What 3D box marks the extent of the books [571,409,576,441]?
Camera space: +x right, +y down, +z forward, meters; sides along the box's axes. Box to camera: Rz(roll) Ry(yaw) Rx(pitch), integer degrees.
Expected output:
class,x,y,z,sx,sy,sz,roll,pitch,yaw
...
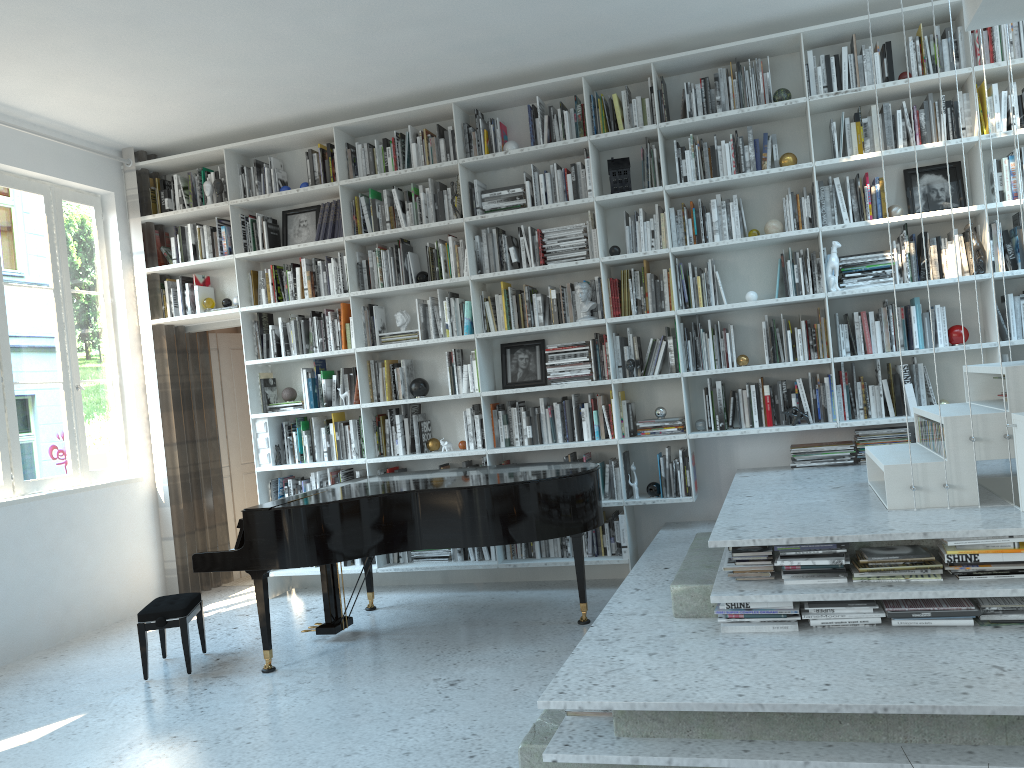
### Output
class,x,y,z,sx,sy,sz,roll,pitch,yaw
books,0.410,0.259,5.636,0.021,0.203,0.128,-5,0,17

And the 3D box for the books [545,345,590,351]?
class,x,y,z,sx,sy,sz,roll,pitch,yaw
books,0.366,-0.227,5.623,0.285,0.012,0.159,-6,0,12

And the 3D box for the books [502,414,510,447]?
class,x,y,z,sx,sy,sz,roll,pitch,yaw
books,-0.017,0.298,5.762,0.024,0.208,0.170,-5,0,17

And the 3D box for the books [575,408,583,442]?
class,x,y,z,sx,sy,sz,roll,pitch,yaw
books,0.439,0.253,5.614,0.024,0.207,0.183,-5,0,17

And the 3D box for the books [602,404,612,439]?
class,x,y,z,sx,sy,sz,roll,pitch,yaw
books,0.610,0.234,5.556,0.042,0.212,0.169,-5,0,17

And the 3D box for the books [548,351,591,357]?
class,x,y,z,sx,sy,sz,roll,pitch,yaw
books,0.371,-0.191,5.628,0.254,0.012,0.161,-6,0,14

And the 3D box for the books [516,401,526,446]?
class,x,y,z,sx,sy,sz,roll,pitch,yaw
books,0.069,0.252,5.725,0.013,0.282,0.166,-5,0,17

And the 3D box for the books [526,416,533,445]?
class,x,y,z,sx,sy,sz,roll,pitch,yaw
books,0.133,0.296,5.698,0.029,0.184,0.174,-5,0,17

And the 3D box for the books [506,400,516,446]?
class,x,y,z,sx,sy,sz,roll,pitch,yaw
books,0.009,0.254,5.771,0.027,0.290,0.140,-5,0,17

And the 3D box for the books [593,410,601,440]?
class,x,y,z,sx,sy,sz,roll,pitch,yaw
books,0.545,0.255,5.575,0.023,0.183,0.169,-5,0,17

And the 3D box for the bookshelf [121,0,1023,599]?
class,x,y,z,sx,sy,sz,roll,pitch,yaw
bookshelf,0.418,-0.287,5.547,6.299,3.142,0.330,-6,0,17

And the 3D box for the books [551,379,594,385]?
class,x,y,z,sx,sy,sz,roll,pitch,yaw
books,0.388,-0.012,5.627,0.254,0.012,0.161,-6,0,13

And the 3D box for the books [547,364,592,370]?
class,x,y,z,sx,sy,sz,roll,pitch,yaw
books,0.380,-0.107,5.631,0.285,0.012,0.159,-6,0,19

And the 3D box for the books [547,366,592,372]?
class,x,y,z,sx,sy,sz,roll,pitch,yaw
books,0.382,-0.095,5.633,0.285,0.012,0.159,-6,0,18

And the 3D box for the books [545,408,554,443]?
class,x,y,z,sx,sy,sz,roll,pitch,yaw
books,0.252,0.265,5.689,0.025,0.220,0.140,-5,0,17

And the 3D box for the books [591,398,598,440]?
class,x,y,z,sx,sy,sz,roll,pitch,yaw
books,0.531,0.220,5.604,0.014,0.256,0.145,-5,0,17

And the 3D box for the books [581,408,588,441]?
class,x,y,z,sx,sy,sz,roll,pitch,yaw
books,0.475,0.251,5.602,0.023,0.204,0.167,-5,0,17

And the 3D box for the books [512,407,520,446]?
class,x,y,z,sx,sy,sz,roll,pitch,yaw
books,0.052,0.272,5.734,0.027,0.245,0.179,-5,0,17

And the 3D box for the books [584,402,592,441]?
class,x,y,z,sx,sy,sz,roll,pitch,yaw
books,0.496,0.234,5.595,0.023,0.234,0.174,-5,0,17

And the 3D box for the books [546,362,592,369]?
class,x,y,z,sx,sy,sz,roll,pitch,yaw
books,0.376,-0.119,5.624,0.285,0.012,0.159,-6,0,22

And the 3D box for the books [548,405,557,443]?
class,x,y,z,sx,sy,sz,roll,pitch,yaw
books,0.274,0.255,5.674,0.031,0.237,0.158,-5,0,17

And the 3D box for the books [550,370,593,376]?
class,x,y,z,sx,sy,sz,roll,pitch,yaw
books,0.381,-0.072,5.625,0.254,0.012,0.161,-6,0,12

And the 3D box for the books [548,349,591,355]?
class,x,y,z,sx,sy,sz,roll,pitch,yaw
books,0.369,-0.203,5.626,0.254,0.012,0.161,-6,0,13

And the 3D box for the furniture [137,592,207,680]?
class,x,y,z,sx,sy,sz,roll,pitch,yaw
furniture,-1.770,1.298,4.634,0.240,0.353,0.467,-6,0,-8

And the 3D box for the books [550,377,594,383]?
class,x,y,z,sx,sy,sz,roll,pitch,yaw
books,0.388,-0.024,5.631,0.254,0.012,0.161,-6,0,19

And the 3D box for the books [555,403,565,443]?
class,x,y,z,sx,sy,sz,roll,pitch,yaw
books,0.321,0.246,5.647,0.026,0.245,0.191,-5,0,17

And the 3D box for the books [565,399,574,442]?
class,x,y,z,sx,sy,sz,roll,pitch,yaw
books,0.379,0.230,5.629,0.028,0.264,0.161,-5,0,17

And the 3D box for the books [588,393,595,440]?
class,x,y,z,sx,sy,sz,roll,pitch,yaw
books,0.514,0.202,5.600,0.014,0.294,0.137,-5,0,17

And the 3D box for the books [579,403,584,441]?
class,x,y,z,sx,sy,sz,roll,pitch,yaw
books,0.459,0.237,5.618,0.014,0.235,0.154,-5,0,17

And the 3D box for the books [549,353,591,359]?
class,x,y,z,sx,sy,sz,roll,pitch,yaw
books,0.371,-0.179,5.626,0.254,0.012,0.161,-6,0,13

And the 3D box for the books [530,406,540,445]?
class,x,y,z,sx,sy,sz,roll,pitch,yaw
books,0.160,0.266,5.697,0.029,0.238,0.165,-5,0,17

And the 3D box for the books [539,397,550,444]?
class,x,y,z,sx,sy,sz,roll,pitch,yaw
books,0.221,0.233,5.688,0.026,0.291,0.152,-5,0,17

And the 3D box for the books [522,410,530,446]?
class,x,y,z,sx,sy,sz,roll,pitch,yaw
books,0.108,0.281,5.710,0.023,0.217,0.174,-5,0,17

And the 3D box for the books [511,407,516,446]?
class,x,y,z,sx,sy,sz,roll,pitch,yaw
books,0.033,0.274,5.758,0.024,0.247,0.132,-5,0,17

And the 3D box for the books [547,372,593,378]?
class,x,y,z,sx,sy,sz,roll,pitch,yaw
books,0.382,-0.060,5.624,0.285,0.012,0.159,-6,0,22

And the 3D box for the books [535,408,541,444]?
class,x,y,z,sx,sy,sz,roll,pitch,yaw
books,0.183,0.267,5.700,0.013,0.230,0.138,-5,0,17

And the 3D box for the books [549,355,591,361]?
class,x,y,z,sx,sy,sz,roll,pitch,yaw
books,0.373,-0.167,5.628,0.254,0.012,0.161,-6,0,14

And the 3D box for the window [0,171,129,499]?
class,x,y,z,sx,sy,sz,roll,pitch,yaw
window,-3.062,-0.309,5.294,0.073,2.009,1.982,-5,0,17

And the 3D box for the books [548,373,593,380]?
class,x,y,z,sx,sy,sz,roll,pitch,yaw
books,0.386,-0.048,5.634,0.285,0.012,0.159,-6,0,16

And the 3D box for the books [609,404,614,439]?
class,x,y,z,sx,sy,sz,roll,pitch,yaw
books,0.636,0.229,5.549,0.011,0.216,0.166,-5,0,17

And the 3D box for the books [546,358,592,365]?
class,x,y,z,sx,sy,sz,roll,pitch,yaw
books,0.375,-0.143,5.624,0.285,0.012,0.159,-6,0,22

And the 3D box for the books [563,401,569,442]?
class,x,y,z,sx,sy,sz,roll,pitch,yaw
books,0.364,0.234,5.641,0.010,0.261,0.181,-5,0,17

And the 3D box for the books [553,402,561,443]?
class,x,y,z,sx,sy,sz,roll,pitch,yaw
books,0.304,0.243,5.680,0.025,0.254,0.136,-5,0,17

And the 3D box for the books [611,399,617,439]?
class,x,y,z,sx,sy,sz,roll,pitch,yaw
books,0.664,0.211,5.534,0.033,0.246,0.176,-5,0,17

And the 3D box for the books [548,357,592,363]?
class,x,y,z,sx,sy,sz,roll,pitch,yaw
books,0.375,-0.155,5.628,0.254,0.012,0.161,-6,0,20

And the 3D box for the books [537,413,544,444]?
class,x,y,z,sx,sy,sz,roll,pitch,yaw
books,0.199,0.283,5.683,0.023,0.196,0.165,-5,0,17

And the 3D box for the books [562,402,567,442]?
class,x,y,z,sx,sy,sz,roll,pitch,yaw
books,0.357,0.239,5.655,0.011,0.251,0.158,-5,0,17

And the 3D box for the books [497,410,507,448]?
class,x,y,z,sx,sy,sz,roll,pitch,yaw
books,-0.046,0.288,5.758,0.027,0.234,0.167,-5,0,17

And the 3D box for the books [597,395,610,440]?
class,x,y,z,sx,sy,sz,roll,pitch,yaw
books,0.578,0.207,5.576,0.026,0.272,0.175,-5,0,17

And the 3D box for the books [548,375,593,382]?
class,x,y,z,sx,sy,sz,roll,pitch,yaw
books,0.384,-0.036,5.625,0.285,0.012,0.159,-6,0,12

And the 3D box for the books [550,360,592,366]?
class,x,y,z,sx,sy,sz,roll,pitch,yaw
books,0.376,-0.131,5.624,0.254,0.012,0.161,-6,0,12

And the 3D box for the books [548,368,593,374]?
class,x,y,z,sx,sy,sz,roll,pitch,yaw
books,0.384,-0.083,5.636,0.285,0.012,0.159,-6,0,17

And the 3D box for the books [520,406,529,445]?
class,x,y,z,sx,sy,sz,roll,pitch,yaw
books,0.092,0.269,5.738,0.021,0.244,0.141,-5,0,17

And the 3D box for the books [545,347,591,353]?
class,x,y,z,sx,sy,sz,roll,pitch,yaw
books,0.369,-0.216,5.630,0.285,0.012,0.159,-6,0,19

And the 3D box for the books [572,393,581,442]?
class,x,y,z,sx,sy,sz,roll,pitch,yaw
books,0.418,0.211,5.621,0.012,0.296,0.177,-5,0,17

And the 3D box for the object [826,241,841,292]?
class,x,y,z,sx,sy,sz,roll,pitch,yaw
object,1.813,-0.660,5.001,0.075,0.288,0.087,-6,0,-38

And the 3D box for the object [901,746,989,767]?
class,x,y,z,sx,sy,sz,roll,pitch,yaw
object,0.605,0.758,1.180,0.435,0.522,0.309,-6,0,-43

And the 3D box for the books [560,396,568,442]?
class,x,y,z,sx,sy,sz,roll,pitch,yaw
books,0.345,0.223,5.664,0.014,0.286,0.134,-5,0,17
